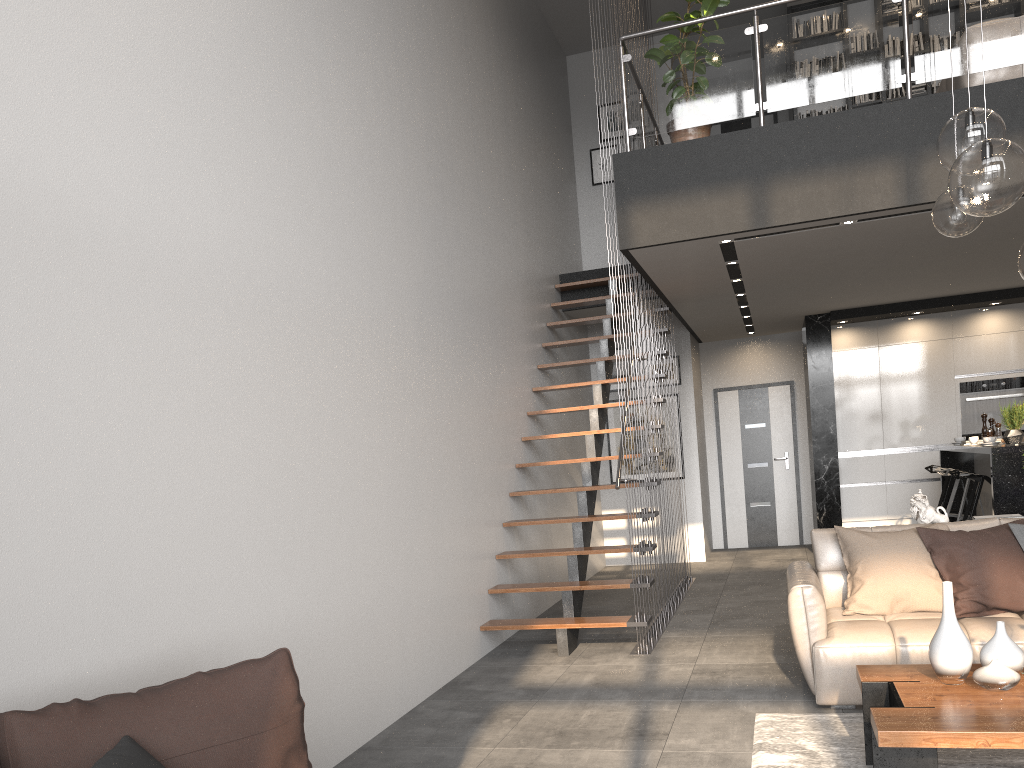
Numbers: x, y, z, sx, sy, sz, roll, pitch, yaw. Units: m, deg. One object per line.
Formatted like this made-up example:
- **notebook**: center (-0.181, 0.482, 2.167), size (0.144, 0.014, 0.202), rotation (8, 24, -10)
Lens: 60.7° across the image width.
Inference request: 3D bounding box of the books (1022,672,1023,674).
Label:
- **books**: center (2.182, 1.098, 3.345), size (0.342, 0.040, 0.232), rotation (-4, -5, -5)

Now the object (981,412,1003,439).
- **object**: center (4.537, 0.401, 8.249), size (0.150, 0.286, 0.199), rotation (-5, 1, 0)

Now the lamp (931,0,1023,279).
- **lamp**: center (1.756, -2.653, 2.847), size (1.235, 5.037, 1.215), rotation (-4, 4, 14)

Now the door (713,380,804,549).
- **door**: center (3.121, 1.053, 11.091), size (0.977, 2.099, 0.167), rotation (-4, 4, 17)

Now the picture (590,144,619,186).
- **picture**: center (1.076, -2.523, 10.098), size (0.334, 0.414, 0.024), rotation (-5, 4, 17)

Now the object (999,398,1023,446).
- **object**: center (3.804, 0.278, 6.617), size (0.185, 0.372, 0.196), rotation (-6, 3, -28)

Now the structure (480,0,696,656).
- **structure**: center (0.628, -0.995, 7.481), size (1.182, 6.095, 3.563), rotation (-4, 2, 17)

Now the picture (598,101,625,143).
- **picture**: center (1.235, -3.017, 10.002), size (0.506, 0.414, 0.024), rotation (-5, 4, 17)

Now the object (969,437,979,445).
- **object**: center (4.002, 0.493, 7.582), size (0.083, 0.071, 0.077), rotation (-4, -1, -24)

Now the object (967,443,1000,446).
- **object**: center (4.032, 0.518, 7.503), size (0.228, 0.003, 0.227), rotation (-6, -5, 17)

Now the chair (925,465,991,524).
- **chair**: center (3.938, 1.089, 7.650), size (0.436, 0.740, 1.720), rotation (-4, -3, 17)

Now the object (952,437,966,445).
- **object**: center (4.191, 0.533, 8.188), size (0.154, 0.071, 0.156), rotation (-4, -4, -14)

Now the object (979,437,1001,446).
- **object**: center (3.836, 0.461, 7.025), size (0.154, 0.071, 0.156), rotation (-4, -4, -14)

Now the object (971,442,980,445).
- **object**: center (3.983, 0.513, 7.541), size (0.027, 0.027, 0.130), rotation (-5, -4, -24)

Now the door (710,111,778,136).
- **door**: center (2.842, -2.232, 10.848), size (0.977, 2.099, 0.167), rotation (-4, 4, 17)

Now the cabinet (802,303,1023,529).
- **cabinet**: center (4.477, 0.010, 7.523), size (3.633, 3.260, 6.172), rotation (-5, -3, 17)

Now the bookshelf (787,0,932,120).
- **bookshelf**: center (4.644, -2.799, 8.668), size (3.534, 2.537, 0.245), rotation (-5, 4, 17)

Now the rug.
- **rug**: center (2.081, 1.471, 3.291), size (2.306, 0.020, 1.601), rotation (-6, -5, 17)

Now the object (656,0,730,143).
- **object**: center (1.188, -2.233, 5.730), size (0.777, 1.480, 0.522), rotation (-3, 4, 37)

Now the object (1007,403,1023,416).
- **object**: center (4.096, 0.202, 6.893), size (0.348, 0.216, 0.317), rotation (-6, -2, 14)

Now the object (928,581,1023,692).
- **object**: center (1.772, 0.953, 3.359), size (0.318, 0.401, 0.316), rotation (-4, 1, 36)

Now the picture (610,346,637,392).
- **picture**: center (1.261, -0.169, 10.280), size (0.411, 0.510, 0.024), rotation (-5, 4, 17)

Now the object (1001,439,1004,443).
- **object**: center (4.091, 0.457, 7.199), size (0.131, 0.060, 0.069), rotation (-6, -1, 17)

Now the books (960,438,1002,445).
- **books**: center (4.221, 0.518, 7.875), size (0.324, 0.038, 0.171), rotation (-6, -5, 16)

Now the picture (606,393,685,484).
- **picture**: center (1.555, 0.651, 10.270), size (0.874, 1.002, 0.024), rotation (-5, 4, 17)

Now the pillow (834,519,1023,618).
- **pillow**: center (2.700, 0.933, 4.477), size (1.948, 0.503, 0.539), rotation (-6, -1, 16)

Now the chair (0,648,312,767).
- **chair**: center (-0.524, 1.120, 1.829), size (1.452, 0.905, 1.471), rotation (-7, -3, 34)

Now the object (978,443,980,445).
- **object**: center (4.064, 0.507, 7.457), size (0.190, 0.012, 0.193), rotation (-1, -7, -40)

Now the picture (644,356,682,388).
- **picture**: center (1.744, -0.138, 10.137), size (0.411, 0.337, 0.024), rotation (-5, 4, 17)

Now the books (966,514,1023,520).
- **books**: center (2.844, 0.823, 5.117), size (0.349, 0.100, 0.193), rotation (-6, -3, 17)

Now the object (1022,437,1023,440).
- **object**: center (4.804, 0.498, 8.165), size (0.291, 0.030, 0.399), rotation (-6, -5, 16)

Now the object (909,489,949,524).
- **object**: center (2.481, 0.765, 5.197), size (0.208, 0.292, 0.134), rotation (-4, 3, 36)

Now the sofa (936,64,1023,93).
- **sofa**: center (3.998, -2.125, 5.788), size (2.285, 0.786, 2.277), rotation (-6, -4, 17)

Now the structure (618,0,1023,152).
- **structure**: center (3.184, -1.971, 6.564), size (4.237, 0.744, 3.361), rotation (-6, -5, 17)

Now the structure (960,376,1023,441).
- **structure**: center (5.213, 0.285, 9.567), size (0.657, 0.637, 0.647), rotation (-5, -1, 17)

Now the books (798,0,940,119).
- **books**: center (4.637, -2.844, 8.656), size (3.451, 2.350, 0.209), rotation (-6, 4, 17)

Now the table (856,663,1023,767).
- **table**: center (2.060, 1.287, 3.147), size (1.458, 0.357, 0.893), rotation (-6, -4, 17)

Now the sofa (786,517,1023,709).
- **sofa**: center (2.935, 1.045, 3.920), size (3.256, 0.824, 1.867), rotation (-6, -4, 17)
